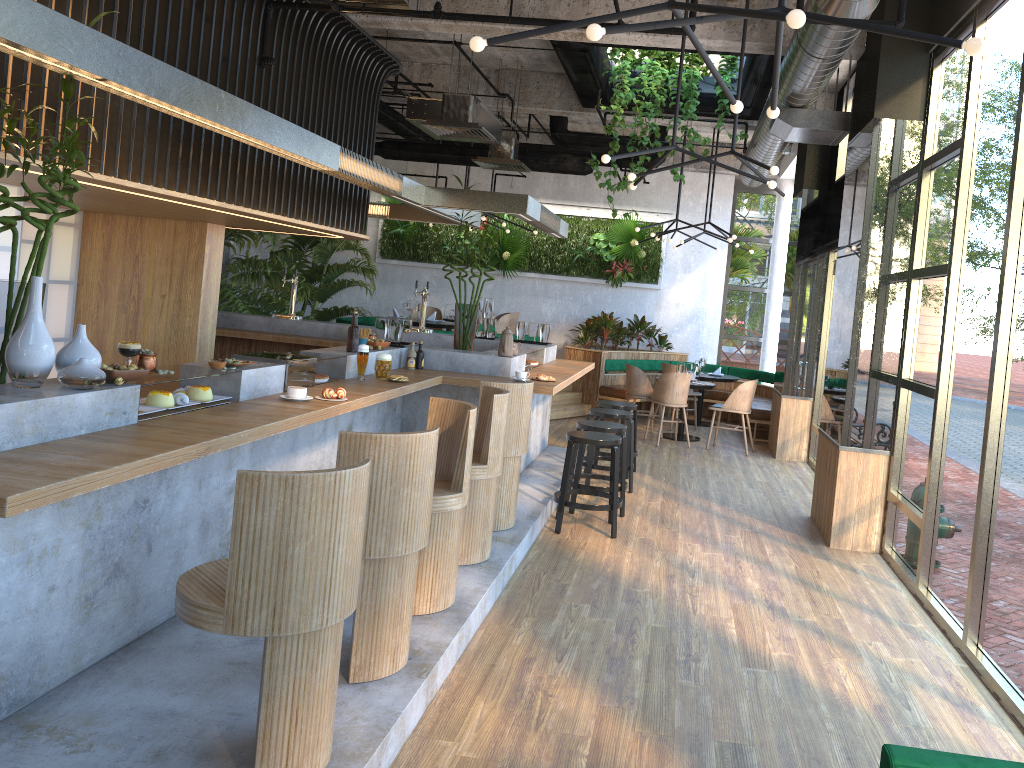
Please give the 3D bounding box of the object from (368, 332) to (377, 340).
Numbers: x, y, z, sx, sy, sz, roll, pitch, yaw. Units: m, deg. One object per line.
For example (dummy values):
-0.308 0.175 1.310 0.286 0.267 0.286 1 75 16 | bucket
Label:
-1.014 -0.330 6.604 0.160 0.106 0.087 2 4 -36 | object

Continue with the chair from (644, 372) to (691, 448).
1.978 0.289 11.127 0.507 0.921 0.548 5 2 -12 | chair

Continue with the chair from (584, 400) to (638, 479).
1.014 0.537 8.872 0.500 0.694 0.531 6 3 22 | chair

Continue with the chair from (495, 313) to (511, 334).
-0.321 -0.630 13.278 0.568 0.921 0.489 5 2 -12 | chair

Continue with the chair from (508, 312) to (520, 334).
-0.186 -0.736 14.428 0.551 0.921 0.504 6 2 8 | chair

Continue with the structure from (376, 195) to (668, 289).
0.110 -2.448 14.892 5.015 1.489 0.820 6 2 4 | structure

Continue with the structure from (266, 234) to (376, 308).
-3.201 -1.875 14.020 1.414 3.350 2.085 6 2 24 | structure

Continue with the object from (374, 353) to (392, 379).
-0.854 -0.118 5.857 0.111 0.171 0.138 5 3 3 | object

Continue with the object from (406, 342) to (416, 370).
-0.756 -0.214 6.687 0.073 0.209 0.068 5 1 -25 | object

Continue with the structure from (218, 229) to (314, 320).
-3.473 -1.544 10.661 2.042 3.123 2.980 6 3 20 | structure

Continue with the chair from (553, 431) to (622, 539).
0.578 0.729 6.614 0.512 0.694 0.518 6 3 4 | chair

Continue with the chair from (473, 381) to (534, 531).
-0.172 0.441 5.969 0.571 0.966 0.526 4 2 -35 | chair

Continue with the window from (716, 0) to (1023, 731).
0.803 -1.969 4.791 4.099 6.464 20.673 6 5 10 | window

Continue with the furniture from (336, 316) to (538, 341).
-1.523 -0.351 12.645 2.829 1.131 4.631 3 6 -26 | furniture

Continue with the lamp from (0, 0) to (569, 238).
-2.109 -2.488 5.825 4.959 2.123 6.803 6 5 3 | lamp

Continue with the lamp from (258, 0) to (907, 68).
-0.336 -2.053 0.296 3.757 1.524 10.171 6 6 7 | lamp

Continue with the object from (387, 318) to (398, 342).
-0.936 -0.413 6.997 0.101 0.208 0.110 7 3 43 | object

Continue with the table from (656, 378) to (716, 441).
2.251 0.337 11.685 0.794 0.743 0.807 6 4 5 | table

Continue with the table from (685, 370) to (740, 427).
2.832 0.227 13.321 1.136 0.748 1.068 4 5 -23 | table

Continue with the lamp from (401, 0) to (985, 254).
-0.509 -2.362 4.674 5.036 1.814 19.193 6 6 10 | lamp

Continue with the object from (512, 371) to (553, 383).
0.179 -0.056 6.687 0.175 0.072 0.435 10 7 43 | object

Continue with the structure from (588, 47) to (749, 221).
1.348 -2.988 9.789 1.542 2.339 3.116 8 4 44 | structure

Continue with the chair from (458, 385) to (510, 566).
-0.333 0.505 5.204 0.569 0.966 0.527 4 2 -32 | chair

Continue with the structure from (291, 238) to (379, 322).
-2.963 -1.787 14.396 1.889 3.247 1.635 6 2 6 | structure

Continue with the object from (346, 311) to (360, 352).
-1.064 -0.353 5.968 0.072 0.276 0.078 7 2 44 | object

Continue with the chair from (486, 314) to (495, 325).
-0.527 -0.515 11.976 0.477 0.921 0.582 7 3 38 | chair

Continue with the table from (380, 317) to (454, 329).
-1.193 -0.446 11.487 1.112 0.748 1.093 5 4 -6 | table

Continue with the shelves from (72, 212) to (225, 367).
-3.077 -0.381 7.397 1.101 2.050 0.283 6 1 6 | shelves

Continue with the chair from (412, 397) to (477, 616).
-0.493 0.573 4.392 0.527 0.966 0.569 7 2 32 | chair

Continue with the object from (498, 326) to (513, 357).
-0.039 -0.330 6.904 0.122 0.233 0.209 5 3 -23 | object

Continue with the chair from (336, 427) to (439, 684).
-0.621 0.639 3.644 0.561 0.966 0.535 5 2 -17 | chair

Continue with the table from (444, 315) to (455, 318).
-0.742 -0.712 14.455 0.794 0.743 0.807 6 4 5 | table

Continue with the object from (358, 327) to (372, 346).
-1.033 -0.310 6.135 0.103 0.161 0.107 8 3 43 | object

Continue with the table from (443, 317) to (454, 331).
-0.963 -0.615 13.307 0.794 0.743 0.807 6 4 5 | table

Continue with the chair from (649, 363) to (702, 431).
2.342 0.170 12.615 0.581 0.921 0.477 4 3 -37 | chair

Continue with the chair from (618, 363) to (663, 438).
1.715 0.210 11.651 0.568 0.921 0.489 5 2 -12 | chair

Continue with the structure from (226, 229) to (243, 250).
-3.948 -1.414 10.269 1.342 2.969 1.536 6 2 17 | structure

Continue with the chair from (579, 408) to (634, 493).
0.877 0.597 8.163 0.518 0.694 0.513 5 3 -3 | chair

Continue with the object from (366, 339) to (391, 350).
-0.997 -0.290 6.391 0.188 0.072 0.234 8 6 28 | object

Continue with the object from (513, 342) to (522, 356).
0.014 -0.289 7.101 0.098 0.119 0.089 6 3 17 | object

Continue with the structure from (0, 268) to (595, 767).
-2.700 -0.043 6.048 5.787 1.722 7.235 6 6 8 | structure

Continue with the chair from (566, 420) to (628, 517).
0.703 0.674 7.259 0.516 0.694 0.515 5 3 -1 | chair

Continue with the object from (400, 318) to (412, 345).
-0.857 -0.416 7.099 0.110 0.208 0.101 4 2 -37 | object

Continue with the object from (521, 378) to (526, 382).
0.092 -0.022 6.493 0.030 0.027 0.133 5 6 -12 | object

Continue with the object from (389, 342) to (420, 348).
-0.919 -0.315 6.991 0.270 0.018 0.444 6 6 9 | object

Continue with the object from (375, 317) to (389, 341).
-1.012 -0.408 6.875 0.110 0.208 0.101 4 2 -37 | object

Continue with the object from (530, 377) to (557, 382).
0.244 -0.033 6.817 0.197 0.013 0.215 11 8 44 | object

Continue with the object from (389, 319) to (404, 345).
-0.898 -0.396 6.871 0.110 0.208 0.101 4 2 -37 | object

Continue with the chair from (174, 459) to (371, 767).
-0.778 0.707 2.837 0.534 0.966 0.562 6 2 18 | chair

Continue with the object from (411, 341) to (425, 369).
-0.733 -0.221 6.758 0.067 0.214 0.170 6 3 34 | object

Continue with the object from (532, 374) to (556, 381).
0.243 -0.053 6.825 0.160 0.052 0.157 1 7 -37 | object

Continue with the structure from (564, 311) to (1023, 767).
-0.530 0.374 4.928 5.970 1.541 20.423 6 6 10 | structure

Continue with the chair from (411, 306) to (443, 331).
-1.196 -0.601 12.184 0.507 0.921 0.548 5 2 -12 | chair

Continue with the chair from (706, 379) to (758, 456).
2.749 0.371 11.051 0.541 0.921 0.514 6 2 23 | chair

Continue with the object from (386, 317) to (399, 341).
-0.961 -0.428 7.121 0.110 0.208 0.101 4 2 -37 | object
